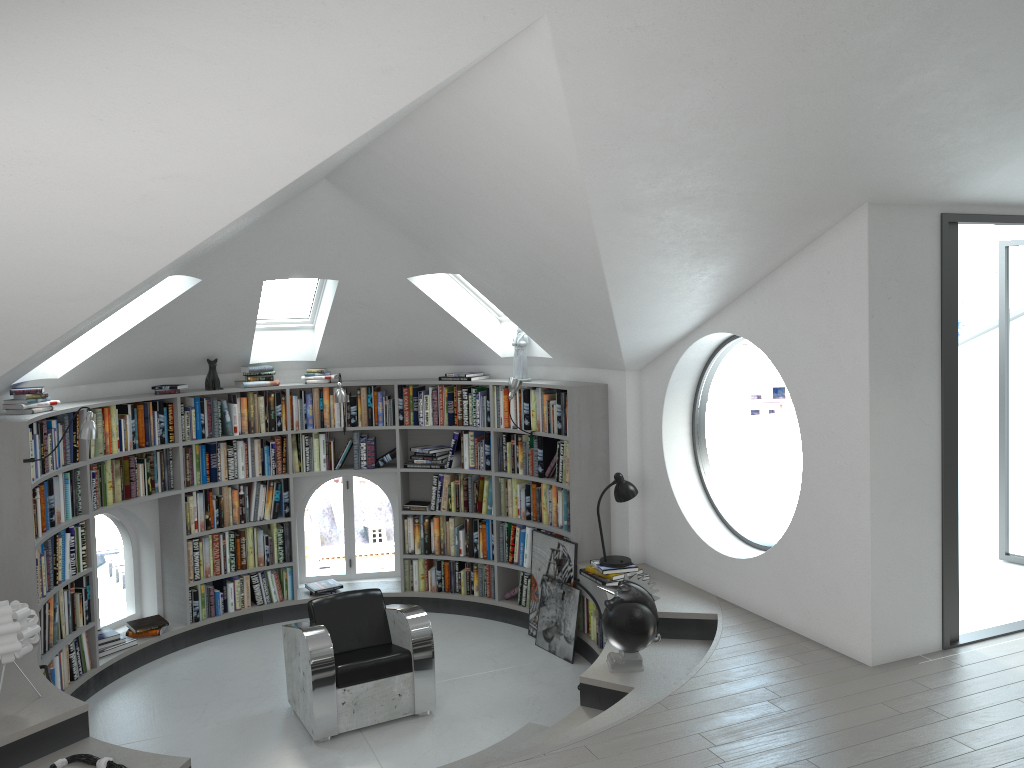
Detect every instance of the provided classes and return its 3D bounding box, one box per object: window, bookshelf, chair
[{"bbox_3d":[-2.430,1.392,7.645,3.234,1.149,0.617,-5,4,-37],"label":"window"},{"bbox_3d":[-1.629,0.995,7.047,4.335,1.877,2.111,-3,4,-23],"label":"bookshelf"},{"bbox_3d":[1.672,0.370,5.920,0.104,1.468,1.472,-3,4,-23],"label":"window"},{"bbox_3d":[-1.039,1.827,5.945,0.823,0.718,0.742,-4,4,-29],"label":"chair"},{"bbox_3d":[-1.678,-0.772,6.964,4.057,0.712,1.934,-3,5,-23],"label":"window"}]

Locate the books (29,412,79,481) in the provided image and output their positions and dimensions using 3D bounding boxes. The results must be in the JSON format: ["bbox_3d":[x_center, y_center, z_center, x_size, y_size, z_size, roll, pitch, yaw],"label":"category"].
[{"bbox_3d":[-3.133,0.409,5.782,0.300,0.361,1.034,-2,4,-7],"label":"books"}]

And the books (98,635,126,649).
[{"bbox_3d":[-3.123,1.947,6.723,0.286,0.031,0.269,3,6,43],"label":"books"}]

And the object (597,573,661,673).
[{"bbox_3d":[0.691,1.389,5.221,0.321,0.562,0.320,1,4,40],"label":"object"}]

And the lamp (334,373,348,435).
[{"bbox_3d":[-1.483,0.181,7.645,0.113,0.566,0.358,-2,3,-17],"label":"lamp"}]

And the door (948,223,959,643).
[{"bbox_3d":[2.247,0.250,5.415,0.080,2.343,1.052,-3,3,-23],"label":"door"}]

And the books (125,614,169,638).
[{"bbox_3d":[-2.885,1.926,7.015,0.318,0.099,0.292,-3,5,-22],"label":"books"}]

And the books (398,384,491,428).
[{"bbox_3d":[-0.561,0.177,7.823,0.969,0.367,0.306,0,4,20],"label":"books"}]

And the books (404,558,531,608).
[{"bbox_3d":[-0.293,1.694,7.750,1.497,0.311,0.360,1,4,29],"label":"books"}]

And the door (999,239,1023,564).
[{"bbox_3d":[3.929,0.150,6.116,0.080,2.343,1.052,-4,4,-38],"label":"door"}]

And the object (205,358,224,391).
[{"bbox_3d":[-2.496,-0.082,7.424,0.147,0.264,0.202,-3,4,-27],"label":"object"}]

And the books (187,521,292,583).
[{"bbox_3d":[-2.353,1.401,7.588,1.033,0.357,0.293,-5,5,-38],"label":"books"}]

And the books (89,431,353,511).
[{"bbox_3d":[-2.450,0.665,7.304,2.532,0.370,0.591,-6,6,-43],"label":"books"}]

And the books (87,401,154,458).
[{"bbox_3d":[-3.049,0.334,6.673,0.269,0.372,0.794,0,4,20],"label":"books"}]

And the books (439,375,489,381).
[{"bbox_3d":[-0.420,-0.055,7.820,0.336,0.036,0.317,1,5,29],"label":"books"}]

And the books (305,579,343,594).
[{"bbox_3d":[-1.692,1.821,7.977,0.269,0.029,0.253,-4,5,-33],"label":"books"}]

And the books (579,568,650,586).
[{"bbox_3d":[0.738,1.381,6.405,0.366,0.042,0.388,-3,5,-23],"label":"books"}]

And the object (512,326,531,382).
[{"bbox_3d":[0.067,-0.255,7.409,0.179,0.472,0.179,-2,3,-14],"label":"object"}]

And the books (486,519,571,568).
[{"bbox_3d":[0.244,1.347,7.351,0.304,0.358,1.184,-5,5,-42],"label":"books"}]

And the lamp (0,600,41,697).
[{"bbox_3d":[-2.575,1.377,4.515,0.306,0.524,0.306,-4,4,-35],"label":"lamp"}]

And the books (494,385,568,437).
[{"bbox_3d":[0.254,0.201,7.262,0.293,0.362,1.014,-5,5,-41],"label":"books"}]

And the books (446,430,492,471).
[{"bbox_3d":[-0.297,0.562,7.767,0.553,0.350,0.256,0,4,23],"label":"books"}]

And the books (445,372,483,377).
[{"bbox_3d":[-0.421,-0.083,7.818,0.247,0.027,0.233,2,6,39],"label":"books"}]

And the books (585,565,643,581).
[{"bbox_3d":[0.737,1.345,6.403,0.286,0.034,0.305,-4,5,-33],"label":"books"}]

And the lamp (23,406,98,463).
[{"bbox_3d":[-2.771,0.302,5.442,0.414,0.311,0.117,-3,4,-26],"label":"lamp"}]

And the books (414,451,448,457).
[{"bbox_3d":[-0.724,0.616,7.957,0.226,0.036,0.214,1,5,27],"label":"books"}]

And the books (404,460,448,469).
[{"bbox_3d":[-0.721,0.711,7.962,0.388,0.042,0.366,0,5,17],"label":"books"}]

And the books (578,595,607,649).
[{"bbox_3d":[0.725,1.778,6.343,0.272,0.298,1.149,-2,4,-9],"label":"books"}]

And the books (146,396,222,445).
[{"bbox_3d":[-2.716,0.290,7.268,0.265,0.345,0.683,2,5,43],"label":"books"}]

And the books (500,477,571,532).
[{"bbox_3d":[0.290,0.968,7.289,0.276,0.347,1.021,-4,5,-38],"label":"books"}]

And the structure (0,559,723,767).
[{"bbox_3d":[-1.060,1.843,5.820,4.709,0.692,4.718,0,5,22],"label":"structure"}]

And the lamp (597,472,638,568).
[{"bbox_3d":[0.762,0.968,6.394,0.322,0.659,0.234,-2,3,-8],"label":"lamp"}]

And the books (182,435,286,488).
[{"bbox_3d":[-2.409,0.636,7.575,1.029,0.358,0.301,-5,5,-38],"label":"books"}]

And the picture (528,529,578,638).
[{"bbox_3d":[0.317,1.630,6.999,0.090,0.862,0.579,-3,4,-33],"label":"picture"}]

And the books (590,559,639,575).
[{"bbox_3d":[0.736,1.312,6.402,0.269,0.031,0.286,-3,5,-13],"label":"books"}]

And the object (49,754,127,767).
[{"bbox_3d":[-1.962,1.810,4.125,0.473,0.082,0.218,1,5,29],"label":"object"}]

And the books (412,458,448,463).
[{"bbox_3d":[-0.722,0.678,7.960,0.286,0.031,0.270,-1,5,12],"label":"books"}]

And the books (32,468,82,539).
[{"bbox_3d":[-3.138,0.795,5.816,0.303,0.347,1.090,-2,4,-8],"label":"books"}]

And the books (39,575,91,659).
[{"bbox_3d":[-3.024,1.742,5.582,0.391,0.694,1.643,-2,4,-13],"label":"books"}]

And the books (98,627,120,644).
[{"bbox_3d":[-3.124,1.916,6.722,0.226,0.036,0.214,3,6,43],"label":"books"}]

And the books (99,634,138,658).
[{"bbox_3d":[-3.122,1.981,6.725,0.388,0.042,0.366,1,5,33],"label":"books"}]

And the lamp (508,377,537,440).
[{"bbox_3d":[0.098,0.201,7.106,0.275,0.524,0.112,-4,3,-33],"label":"lamp"}]

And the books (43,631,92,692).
[{"bbox_3d":[-3.104,1.911,5.906,0.283,0.319,0.920,-2,4,-5],"label":"books"}]

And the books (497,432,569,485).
[{"bbox_3d":[0.270,0.585,7.271,0.280,0.357,1.053,-4,5,-38],"label":"books"}]

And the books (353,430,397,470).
[{"bbox_3d":[-1.211,0.577,7.950,0.399,0.340,0.224,-2,3,-3],"label":"books"}]

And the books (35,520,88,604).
[{"bbox_3d":[-3.083,1.171,5.814,0.260,0.358,1.021,-2,4,-6],"label":"books"}]

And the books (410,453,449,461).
[{"bbox_3d":[-0.723,0.647,7.959,0.286,0.031,0.270,1,5,27],"label":"books"}]

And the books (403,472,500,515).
[{"bbox_3d":[-0.481,0.945,7.825,0.973,0.352,0.252,0,4,19],"label":"books"}]

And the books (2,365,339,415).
[{"bbox_3d":[-2.611,-0.002,6.988,0.747,0.173,2.818,2,6,37],"label":"books"}]

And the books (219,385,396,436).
[{"bbox_3d":[-1.788,0.212,7.805,1.566,0.366,0.394,-3,4,-18],"label":"books"}]

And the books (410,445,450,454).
[{"bbox_3d":[-0.725,0.584,7.956,0.269,0.031,0.286,-6,6,-43],"label":"books"}]

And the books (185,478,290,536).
[{"bbox_3d":[-2.373,1.017,7.560,0.998,0.351,0.297,-5,5,-40],"label":"books"}]

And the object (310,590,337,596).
[{"bbox_3d":[-1.692,1.851,7.979,0.226,0.036,0.214,-2,4,-7],"label":"object"}]

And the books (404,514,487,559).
[{"bbox_3d":[-0.548,1.325,7.881,0.872,0.350,0.272,0,4,18],"label":"books"}]

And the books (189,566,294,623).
[{"bbox_3d":[-2.354,1.765,7.592,1.020,0.306,0.288,-5,5,-39],"label":"books"}]

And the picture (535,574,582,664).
[{"bbox_3d":[0.352,1.803,6.825,0.107,0.554,0.490,-3,4,-33],"label":"picture"}]
